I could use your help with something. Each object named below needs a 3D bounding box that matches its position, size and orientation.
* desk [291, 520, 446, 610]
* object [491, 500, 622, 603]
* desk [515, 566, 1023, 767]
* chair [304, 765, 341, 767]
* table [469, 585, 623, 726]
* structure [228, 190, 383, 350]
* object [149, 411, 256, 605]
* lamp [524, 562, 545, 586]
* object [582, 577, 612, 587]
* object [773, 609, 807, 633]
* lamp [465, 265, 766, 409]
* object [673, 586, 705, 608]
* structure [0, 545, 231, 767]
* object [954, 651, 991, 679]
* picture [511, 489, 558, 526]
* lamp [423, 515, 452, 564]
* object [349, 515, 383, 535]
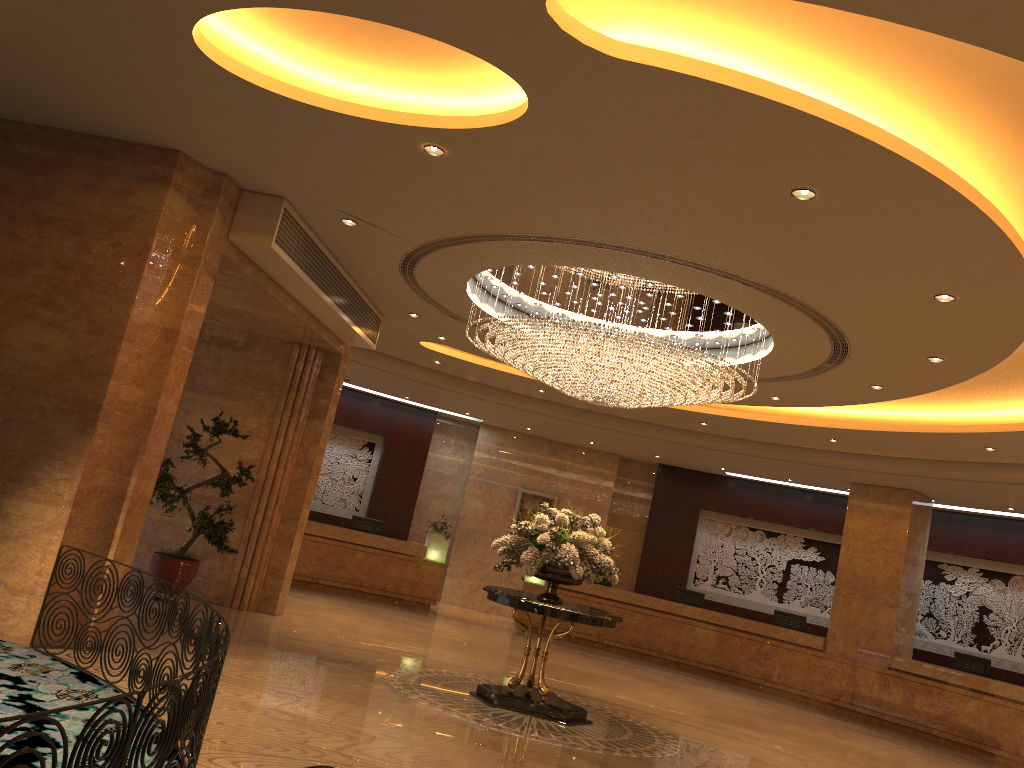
[{"bbox_3d":[-3.653,3.175,16.537,5.227,1.155,1.570,18,-11,-28],"label":"desk"},{"bbox_3d":[0.522,1.792,9.393,1.277,0.999,1.318,5,-12,37],"label":"object"},{"bbox_3d":[5.511,4.927,14.750,12.951,1.155,3.466,4,-13,41],"label":"desk"},{"bbox_3d":[-0.542,1.400,1.918,0.951,0.916,0.769,12,-10,2],"label":"chair"},{"bbox_3d":[0.312,2.792,9.182,1.493,1.089,1.493,13,-10,0],"label":"table"},{"bbox_3d":[-2.179,-1.125,10.124,0.425,0.483,4.113,12,-10,7],"label":"structure"},{"bbox_3d":[-3.849,1.467,10.722,1.250,2.363,0.843,15,-10,-12],"label":"object"},{"bbox_3d":[0.519,3.476,17.529,0.577,0.925,0.542,11,-10,9],"label":"lamp"},{"bbox_3d":[1.709,3.964,17.793,0.531,0.500,0.430,3,-14,43],"label":"object"},{"bbox_3d":[5.169,4.527,16.569,0.430,0.500,0.531,17,-11,-21],"label":"object"},{"bbox_3d":[1.081,-0.357,9.740,3.206,1.196,3.204,3,-14,43],"label":"lamp"},{"bbox_3d":[3.443,4.281,17.375,0.430,0.500,0.531,19,-12,-32],"label":"object"},{"bbox_3d":[-3.371,1.055,2.719,3.815,0.995,7.624,8,-11,25],"label":"structure"},{"bbox_3d":[7.512,4.688,14.496,0.430,0.500,0.531,12,-10,3],"label":"object"},{"bbox_3d":[0.495,2.835,19.522,0.875,0.890,0.068,13,-10,-2],"label":"picture"},{"bbox_3d":[-1.453,2.984,17.273,0.570,0.923,0.580,12,-10,3],"label":"lamp"},{"bbox_3d":[-2.994,2.793,17.104,0.918,0.500,0.397,15,-10,-11],"label":"object"}]
